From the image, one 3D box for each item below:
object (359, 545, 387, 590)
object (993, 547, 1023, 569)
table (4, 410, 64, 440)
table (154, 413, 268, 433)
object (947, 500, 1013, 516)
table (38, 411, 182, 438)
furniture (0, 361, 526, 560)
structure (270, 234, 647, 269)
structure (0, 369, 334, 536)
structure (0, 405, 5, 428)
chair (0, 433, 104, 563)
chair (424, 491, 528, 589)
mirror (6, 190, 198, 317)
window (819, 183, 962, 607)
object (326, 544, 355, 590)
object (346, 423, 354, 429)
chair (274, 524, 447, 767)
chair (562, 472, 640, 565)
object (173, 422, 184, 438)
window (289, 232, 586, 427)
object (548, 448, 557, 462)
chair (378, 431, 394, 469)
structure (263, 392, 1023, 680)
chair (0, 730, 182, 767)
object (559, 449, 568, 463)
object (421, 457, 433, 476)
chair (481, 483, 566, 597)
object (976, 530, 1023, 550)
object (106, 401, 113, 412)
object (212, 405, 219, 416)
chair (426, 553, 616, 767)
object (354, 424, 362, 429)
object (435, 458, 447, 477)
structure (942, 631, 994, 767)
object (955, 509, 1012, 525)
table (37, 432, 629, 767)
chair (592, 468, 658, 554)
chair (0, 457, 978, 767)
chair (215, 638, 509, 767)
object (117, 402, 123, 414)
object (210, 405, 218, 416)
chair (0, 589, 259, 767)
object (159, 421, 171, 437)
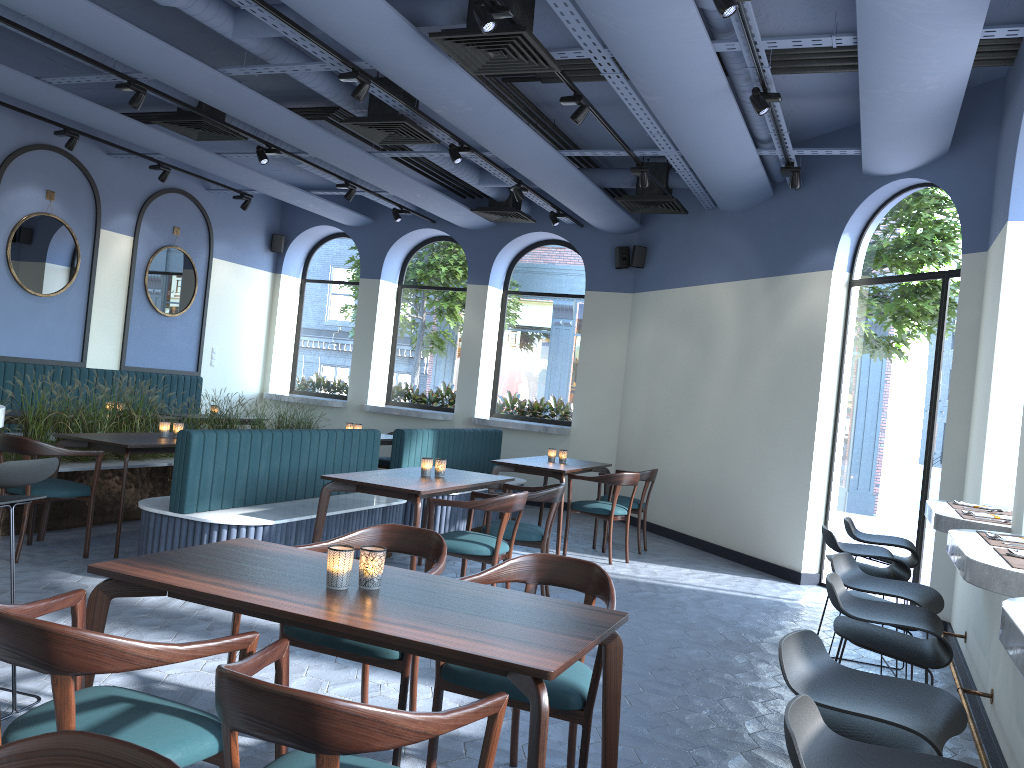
[{"bbox_3d":[-0.421,0.550,2.658,0.078,0.120,0.078,6,0,39],"label":"object"},{"bbox_3d":[1.785,0.579,2.901,0.322,0.027,0.497,6,0,22],"label":"object"},{"bbox_3d":[-4.413,0.609,7.348,0.548,0.755,1.285,6,0,22],"label":"table"},{"bbox_3d":[-3.368,0.734,9.920,0.548,0.755,1.332,6,0,22],"label":"table"},{"bbox_3d":[2.593,0.676,4.889,0.322,0.027,0.497,6,0,22],"label":"object"},{"bbox_3d":[-3.895,0.671,8.624,0.548,0.755,1.332,6,0,22],"label":"table"},{"bbox_3d":[-2.795,0.583,8.211,4.703,1.150,4.800,6,0,22],"label":"furniture"},{"bbox_3d":[-2.488,-1.928,5.842,7.261,0.268,13.143,6,0,5],"label":"structure"},{"bbox_3d":[-3.106,0.523,8.340,1.143,1.207,4.878,6,0,24],"label":"structure"},{"bbox_3d":[-4.006,-0.911,2.642,3.220,3.800,3.653,6,0,22],"label":"structure"},{"bbox_3d":[-3.074,0.719,5.757,0.618,0.793,0.525,6,0,22],"label":"chair"},{"bbox_3d":[-0.208,1.012,5.357,0.525,0.793,0.618,6,0,22],"label":"chair"},{"bbox_3d":[-4.757,-1.435,9.107,0.026,1.089,4.357,6,0,22],"label":"mirror"},{"bbox_3d":[3.044,0.080,6.990,0.020,3.335,1.298,6,0,-23],"label":"window"},{"bbox_3d":[-0.509,0.541,2.616,0.078,0.120,0.078,6,0,39],"label":"object"},{"bbox_3d":[-1.685,0.464,9.198,0.078,0.120,0.078,6,0,39],"label":"object"},{"bbox_3d":[-0.538,0.965,3.381,0.618,0.793,0.525,6,0,22],"label":"chair"},{"bbox_3d":[0.818,1.135,7.757,0.618,0.793,0.525,6,-1,-44],"label":"chair"},{"bbox_3d":[-2.583,0.355,6.857,0.078,0.120,0.078,6,0,5],"label":"object"},{"bbox_3d":[0.800,-0.676,6.747,3.897,2.394,14.212,6,0,-17],"label":"window"},{"bbox_3d":[0.378,0.671,8.383,0.078,0.120,0.078,6,0,39],"label":"object"},{"bbox_3d":[-1.317,0.930,10.083,0.618,0.793,0.525,6,0,22],"label":"chair"},{"bbox_3d":[0.470,0.523,6.657,4.315,0.080,14.155,6,0,-17],"label":"structure"},{"bbox_3d":[-0.722,0.931,1.118,0.618,0.793,0.525,6,0,22],"label":"chair"},{"bbox_3d":[0.480,0.682,8.358,0.078,0.120,0.078,6,0,39],"label":"object"},{"bbox_3d":[-0.573,0.557,5.952,0.078,0.120,0.078,6,0,5],"label":"object"},{"bbox_3d":[0.066,1.045,6.026,0.525,0.793,0.618,6,0,8],"label":"chair"},{"bbox_3d":[1.996,0.605,3.421,0.322,0.027,0.497,6,0,22],"label":"object"},{"bbox_3d":[-3.906,0.230,8.612,0.078,0.120,0.078,6,0,5],"label":"object"},{"bbox_3d":[-3.303,0.301,9.857,0.078,0.120,0.078,6,0,5],"label":"object"},{"bbox_3d":[0.069,1.026,3.065,0.618,0.793,0.525,6,0,22],"label":"chair"},{"bbox_3d":[-1.593,0.473,9.165,0.078,0.120,0.078,6,0,39],"label":"object"},{"bbox_3d":[-0.485,0.566,5.994,0.078,0.120,0.078,6,0,5],"label":"object"},{"bbox_3d":[-0.451,1.237,2.205,6.894,0.250,5.649,6,0,-6],"label":"structure"},{"bbox_3d":[2.381,0.651,4.369,0.322,0.027,0.497,6,0,22],"label":"object"},{"bbox_3d":[-1.408,0.904,5.027,3.997,0.755,9.778,6,0,6],"label":"table"},{"bbox_3d":[1.077,1.166,8.393,0.525,0.793,0.618,6,0,22],"label":"chair"},{"bbox_3d":[-0.495,0.886,2.853,3.651,0.949,6.322,6,0,21],"label":"chair"},{"bbox_3d":[-0.399,0.969,1.902,0.618,0.793,0.525,6,0,22],"label":"chair"},{"bbox_3d":[-3.818,0.240,8.655,0.078,0.120,0.078,6,0,5],"label":"object"},{"bbox_3d":[-3.345,0.297,9.946,0.078,0.120,0.078,6,0,5],"label":"object"},{"bbox_3d":[-1.029,0.906,2.161,0.618,0.793,0.525,6,0,22],"label":"chair"},{"bbox_3d":[-2.671,0.346,6.814,0.078,0.120,0.078,6,0,5],"label":"object"}]
